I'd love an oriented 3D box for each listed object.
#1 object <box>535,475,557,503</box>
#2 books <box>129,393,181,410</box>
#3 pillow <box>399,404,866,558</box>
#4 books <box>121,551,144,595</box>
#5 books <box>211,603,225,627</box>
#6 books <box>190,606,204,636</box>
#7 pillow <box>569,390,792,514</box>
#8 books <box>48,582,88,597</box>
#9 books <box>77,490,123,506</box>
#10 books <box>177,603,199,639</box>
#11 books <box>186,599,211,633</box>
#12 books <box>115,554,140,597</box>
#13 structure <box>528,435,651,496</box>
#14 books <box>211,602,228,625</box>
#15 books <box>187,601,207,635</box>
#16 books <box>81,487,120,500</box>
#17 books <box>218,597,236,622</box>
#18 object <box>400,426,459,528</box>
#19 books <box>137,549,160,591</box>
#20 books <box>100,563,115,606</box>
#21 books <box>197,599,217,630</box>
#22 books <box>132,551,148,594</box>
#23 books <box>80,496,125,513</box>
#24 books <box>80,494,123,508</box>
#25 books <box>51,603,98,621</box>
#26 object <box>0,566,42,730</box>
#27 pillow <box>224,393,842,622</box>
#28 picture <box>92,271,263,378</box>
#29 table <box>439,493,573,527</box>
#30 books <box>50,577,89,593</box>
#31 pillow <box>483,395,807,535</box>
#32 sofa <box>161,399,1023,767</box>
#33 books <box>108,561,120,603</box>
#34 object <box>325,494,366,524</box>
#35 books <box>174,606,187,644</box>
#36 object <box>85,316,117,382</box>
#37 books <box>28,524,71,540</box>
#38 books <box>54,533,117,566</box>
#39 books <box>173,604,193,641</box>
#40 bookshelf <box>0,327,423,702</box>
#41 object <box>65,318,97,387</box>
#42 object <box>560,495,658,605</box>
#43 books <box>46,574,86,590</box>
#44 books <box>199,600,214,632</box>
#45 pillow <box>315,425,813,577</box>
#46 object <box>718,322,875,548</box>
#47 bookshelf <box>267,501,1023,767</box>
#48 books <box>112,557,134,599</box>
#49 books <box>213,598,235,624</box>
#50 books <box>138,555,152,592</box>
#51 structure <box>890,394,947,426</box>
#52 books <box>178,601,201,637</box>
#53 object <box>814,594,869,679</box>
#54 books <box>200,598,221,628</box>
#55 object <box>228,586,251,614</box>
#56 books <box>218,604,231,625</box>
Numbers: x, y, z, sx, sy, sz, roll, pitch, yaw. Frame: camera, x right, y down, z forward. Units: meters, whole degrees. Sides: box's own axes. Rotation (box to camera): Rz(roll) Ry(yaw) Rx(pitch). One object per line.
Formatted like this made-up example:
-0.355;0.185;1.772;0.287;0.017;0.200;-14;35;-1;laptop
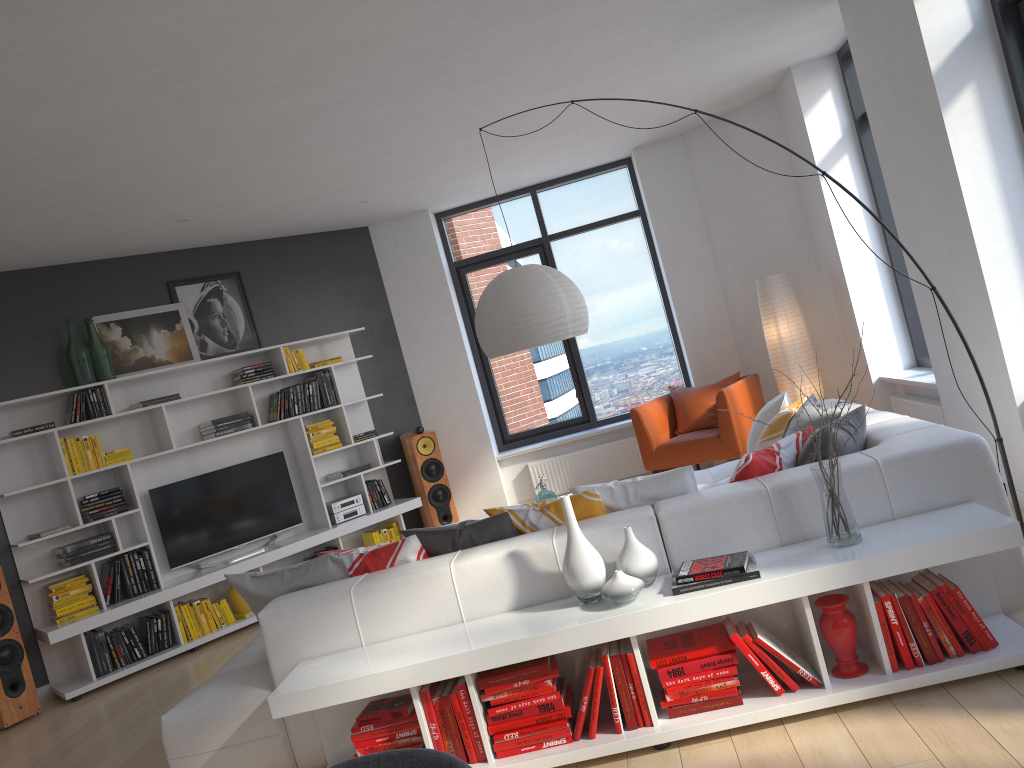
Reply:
0.123;0.705;5.399;0.330;0.265;0.330;-14;2;30;object
-2.706;0.143;6.718;0.310;0.047;0.250;-16;2;-43;books
0.582;0.561;3.817;2.120;0.436;0.608;-15;1;2;pillow
-2.768;1.372;6.449;0.026;0.326;0.237;-16;2;-39;books
-2.219;1.725;6.639;0.056;0.188;0.138;-16;2;-39;books
-2.347;1.743;6.534;0.042;0.230;0.156;-16;2;-41;books
1.041;0.417;4.556;0.580;0.456;2.156;-14;2;32;pillow
-3.102;1.427;6.201;0.238;0.023;0.167;-16;1;-23;books
-2.975;0.820;6.405;0.284;0.030;0.214;-16;2;-30;books
-2.399;1.741;6.517;0.066;0.258;0.198;-16;2;-39;books
-2.325;1.723;6.574;0.055;0.252;0.185;-16;2;-40;books
-2.789;1.385;6.425;0.034;0.314;0.237;-16;2;-39;books
0.913;0.781;8.300;1.474;0.460;0.110;-15;1;6;structure
-2.198;1.720;6.647;0.046;0.187;0.134;-16;2;-39;books
-2.337;1.726;6.550;0.041;0.252;0.180;-16;2;-39;books
-2.965;0.789;6.384;0.246;0.026;0.180;-16;2;-31;books
-2.155;1.704;6.699;0.046;0.193;0.149;-16;2;-38;books
-0.752;0.912;8.026;0.290;1.088;0.434;-16;1;-24;object
-2.684;1.363;6.510;0.051;0.297;0.230;-16;2;-39;books
-2.903;1.432;6.341;0.142;0.284;0.232;-16;2;-39;books
-2.281;1.718;6.609;0.043;0.235;0.171;-16;2;-41;books
-2.744;1.372;6.467;0.034;0.315;0.239;-16;2;-39;books
-2.950;0.867;6.386;0.284;0.030;0.214;-16;2;-30;books
-2.960;0.843;6.388;0.264;0.020;0.189;-16;2;-35;books
-3.054;1.581;6.188;0.269;0.025;0.213;-16;2;-36;books
-3.427;1.688;5.791;0.434;1.088;0.290;-14;2;36;object
0.206;0.649;4.184;2.953;0.453;0.647;-15;1;-6;pillow
-2.661;-0.473;7.043;1.279;0.707;0.076;-16;2;-39;picture
0.004;1.094;5.585;1.091;0.435;1.091;-15;1;6;table
-3.100;1.402;6.203;0.234;0.024;0.171;-16;2;-35;books
0.831;0.497;4.329;2.095;0.440;0.630;-16;2;-37;pillow
0.330;0.887;4.675;3.424;0.732;2.614;-15;1;6;sofa
-2.854;1.416;6.359;0.100;0.289;0.210;-16;2;-40;books
-1.437;1.065;7.513;0.285;0.174;0.270;-16;2;-39;object
-2.440;1.747;6.450;0.029;0.270;0.204;-16;2;-39;books
-3.060;-0.254;6.556;0.157;0.507;0.157;-16;2;-25;object
-3.205;1.025;6.148;0.266;0.030;0.209;-14;2;44;books
-3.032;1.180;6.296;0.343;0.137;0.277;-16;2;-39;books
-2.424;1.742;6.490;0.048;0.271;0.213;-16;2;-39;books
-2.192;0.829;6.902;3.000;2.052;0.455;-16;2;-39;bookshelf
-3.142;-0.229;6.414;0.157;0.507;0.157;-16;2;-25;object
0.322;0.580;3.225;0.316;0.398;0.319;-14;2;30;object
-3.128;1.383;6.215;0.234;0.024;0.171;-16;2;-35;books
-2.288;1.719;6.579;0.043;0.240;0.169;-16;2;-40;books
0.275;0.670;3.845;2.250;0.449;0.575;-15;1;4;pillow
1.093;0.197;3.051;0.607;0.744;0.406;-16;2;-44;object
0.465;1.008;3.174;2.600;0.500;0.356;-15;1;6;bookshelf
-2.807;1.399;6.402;0.028;0.301;0.213;-16;2;-39;books
-2.168;1.708;6.677;0.067;0.193;0.148;-16;2;-38;books
-2.710;1.382;6.484;0.028;0.272;0.200;-16;2;-39;books
2.810;0.328;5.954;0.110;0.460;1.015;-15;1;6;structure
-2.377;1.731;6.535;0.038;0.267;0.202;-16;2;-39;books
1.139;0.871;3.072;0.125;0.258;0.125;-15;1;-16;object
-2.263;1.713;6.636;0.056;0.235;0.172;-16;2;-40;books
-2.075;1.616;6.791;0.185;0.257;0.185;-14;2;29;object
-2.174;1.724;6.649;0.049;0.169;0.113;-16;2;-40;books
